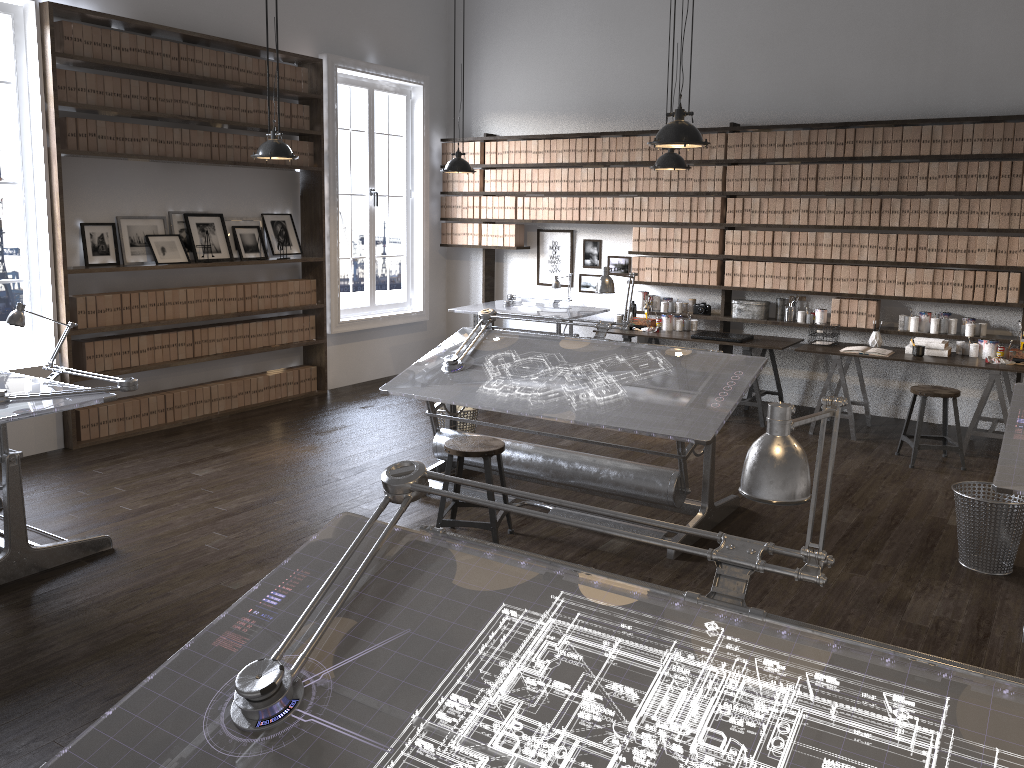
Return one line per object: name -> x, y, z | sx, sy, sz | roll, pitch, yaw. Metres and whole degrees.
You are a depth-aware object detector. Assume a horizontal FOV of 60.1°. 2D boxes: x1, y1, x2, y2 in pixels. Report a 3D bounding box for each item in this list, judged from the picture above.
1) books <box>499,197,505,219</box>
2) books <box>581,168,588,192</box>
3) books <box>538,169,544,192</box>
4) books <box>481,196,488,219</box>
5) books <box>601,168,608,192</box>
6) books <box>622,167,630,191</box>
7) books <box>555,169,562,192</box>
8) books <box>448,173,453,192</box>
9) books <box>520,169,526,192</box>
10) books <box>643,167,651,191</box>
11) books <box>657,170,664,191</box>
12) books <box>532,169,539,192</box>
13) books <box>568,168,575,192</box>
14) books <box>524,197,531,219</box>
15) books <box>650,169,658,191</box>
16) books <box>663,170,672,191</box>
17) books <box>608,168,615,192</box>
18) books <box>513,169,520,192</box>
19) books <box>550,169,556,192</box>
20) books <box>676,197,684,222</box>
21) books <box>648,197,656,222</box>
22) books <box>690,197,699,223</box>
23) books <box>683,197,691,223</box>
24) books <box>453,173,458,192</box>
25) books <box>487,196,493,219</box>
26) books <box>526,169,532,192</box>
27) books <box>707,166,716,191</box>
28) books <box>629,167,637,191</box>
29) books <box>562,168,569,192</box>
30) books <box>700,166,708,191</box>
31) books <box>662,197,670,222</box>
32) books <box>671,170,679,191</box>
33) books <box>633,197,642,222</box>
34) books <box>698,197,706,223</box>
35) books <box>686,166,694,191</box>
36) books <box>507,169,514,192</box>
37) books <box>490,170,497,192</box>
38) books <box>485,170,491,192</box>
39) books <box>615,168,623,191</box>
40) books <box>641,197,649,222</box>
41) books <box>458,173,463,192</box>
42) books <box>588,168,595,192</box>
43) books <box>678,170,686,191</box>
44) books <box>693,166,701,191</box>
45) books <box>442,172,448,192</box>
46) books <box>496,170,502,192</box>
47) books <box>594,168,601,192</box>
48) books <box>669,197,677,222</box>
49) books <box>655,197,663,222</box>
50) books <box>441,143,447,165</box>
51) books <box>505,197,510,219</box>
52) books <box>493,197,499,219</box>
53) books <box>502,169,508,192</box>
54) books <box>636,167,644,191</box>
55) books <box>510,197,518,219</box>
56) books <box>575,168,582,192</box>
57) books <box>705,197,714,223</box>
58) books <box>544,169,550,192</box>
books -> -0.061, -1.796, 9.031 | 0.067, 0.224, 0.175 | 6, 11, 32
books -> 0.733, -1.950, 8.486 | 0.067, 0.224, 0.175 | 6, 11, 32
books -> 0.332, -2.006, 8.746 | 0.067, 0.224, 0.175 | 6, 11, 32
books -> -0.242, -1.820, 9.141 | 0.067, 0.224, 0.175 | 6, 11, 32
books -> 0.908, -1.926, 8.375 | 0.067, 0.224, 0.175 | 6, 11, 32
books -> 1.098, -1.900, 8.256 | 0.067, 0.224, 0.175 | 6, 11, 32
books -> 0.496, -1.982, 8.637 | 0.067, 0.224, 0.175 | 6, 11, 32
books -> -0.602, -2.140, 9.338 | 0.067, 0.224, 0.175 | 6, 11, 32
books -> 0.154, -2.030, 8.860 | 0.067, 0.224, 0.175 | 6, 11, 32
books -> 1.276, -1.875, 8.141 | 0.067, 0.224, 0.175 | 6, 11, 32
books -> 1.388, -1.859, 8.068 | 0.067, 0.224, 0.175 | 6, 11, 32
books -> 0.273, -2.014, 8.784 | 0.067, 0.224, 0.175 | 6, 11, 32
books -> 0.617, -1.966, 8.562 | 0.067, 0.224, 0.175 | 6, 11, 32
books -> 0.196, -1.753, 8.863 | 0.067, 0.224, 0.175 | 6, 11, 32
books -> 1.330, -1.866, 8.100 | 0.067, 0.224, 0.175 | 6, 11, 32
books -> 1.440, -1.852, 8.033 | 0.067, 0.224, 0.175 | 6, 11, 32
books -> 0.973, -1.917, 8.336 | 0.067, 0.224, 0.175 | 6, 11, 32
books -> 0.088, -2.038, 8.896 | 0.067, 0.224, 0.175 | 6, 11, 32
books -> 0.444, -1.990, 8.672 | 0.067, 0.224, 0.175 | 6, 11, 32
books -> 1.550, -1.573, 8.000 | 0.067, 0.224, 0.175 | 6, 11, 32
books -> 1.320, -1.605, 8.149 | 0.067, 0.224, 0.175 | 6, 11, 32
books -> 1.663, -1.558, 7.928 | 0.067, 0.224, 0.175 | 6, 11, 32
books -> 1.603, -1.565, 7.960 | 0.067, 0.224, 0.175 | 6, 11, 32
books -> -0.540, -2.131, 9.300 | 0.067, 0.224, 0.175 | 6, 11, 32
books -> -0.179, -1.812, 9.104 | 0.067, 0.224, 0.175 | 6, 11, 32
books -> 0.211, -2.021, 8.818 | 0.067, 0.224, 0.175 | 6, 11, 32
books -> 1.786, -1.804, 7.812 | 0.067, 0.224, 0.175 | 6, 11, 32
books -> 1.155, -1.891, 8.214 | 0.067, 0.224, 0.175 | 6, 11, 32
books -> 0.556, -1.974, 8.597 | 0.067, 0.224, 0.175 | 6, 11, 32
books -> 1.734, -1.812, 7.847 | 0.067, 0.224, 0.175 | 6, 11, 32
books -> 1.434, -1.588, 8.069 | 0.067, 0.224, 0.175 | 6, 11, 32
books -> 1.500, -1.843, 7.993 | 0.067, 0.224, 0.175 | 6, 11, 32
books -> 1.197, -1.621, 8.220 | 0.067, 0.224, 0.175 | 6, 11, 32
books -> 1.723, -1.549, 7.890 | 0.067, 0.224, 0.175 | 6, 11, 32
books -> 1.621, -1.828, 7.922 | 0.067, 0.224, 0.175 | 6, 11, 32
books -> 0.029, -2.048, 8.940 | 0.067, 0.224, 0.175 | 6, 11, 32
books -> -0.143, -2.070, 9.043 | 0.067, 0.224, 0.175 | 6, 11, 32
books -> -0.202, -2.079, 9.085 | 0.067, 0.224, 0.175 | 6, 11, 32
books -> 1.032, -1.908, 8.292 | 0.067, 0.224, 0.175 | 6, 11, 32
books -> 1.259, -1.613, 8.184 | 0.067, 0.224, 0.175 | 6, 11, 32
books -> -0.487, -2.124, 9.268 | 0.067, 0.224, 0.175 | 6, 11, 32
books -> 0.792, -1.941, 8.444 | 0.067, 0.224, 0.175 | 6, 11, 32
books -> 1.561, -1.835, 7.958 | 0.067, 0.224, 0.175 | 6, 11, 32
books -> 1.675, -1.818, 7.879 | 0.067, 0.224, 0.175 | 6, 11, 32
books -> -0.659, -2.148, 9.379 | 0.067, 0.224, 0.175 | 6, 11, 32
books -> -0.083, -2.062, 9.004 | 0.067, 0.224, 0.175 | 6, 11, 32
books -> 0.853, -1.932, 8.405 | 0.067, 0.224, 0.175 | 6, 11, 32
books -> 1.496, -1.580, 8.032 | 0.067, 0.224, 0.175 | 6, 11, 32
books -> 1.377, -1.597, 8.110 | 0.067, 0.224, 0.175 | 6, 11, 32
books -> -0.666, -2.421, 9.340 | 0.067, 0.224, 0.175 | 6, 11, 32
books -> 0.001, -1.787, 8.990 | 0.067, 0.224, 0.175 | 6, 11, 32
books -> -0.118, -1.804, 9.070 | 0.067, 0.224, 0.175 | 6, 11, 32
books -> -0.027, -2.055, 8.974 | 0.067, 0.224, 0.175 | 6, 11, 32
books -> 1.217, -1.883, 8.179 | 0.067, 0.224, 0.175 | 6, 11, 32
books -> 0.052, -1.779, 8.952 | 0.067, 0.224, 0.175 | 6, 11, 32
books -> 0.677, -1.958, 8.526 | 0.067, 0.224, 0.175 | 6, 11, 32
books -> 1.780, -1.541, 7.849 | 0.067, 0.224, 0.175 | 6, 11, 32
books -> 0.386, -1.997, 8.704 | 0.067, 0.224, 0.175 | 6, 11, 32
